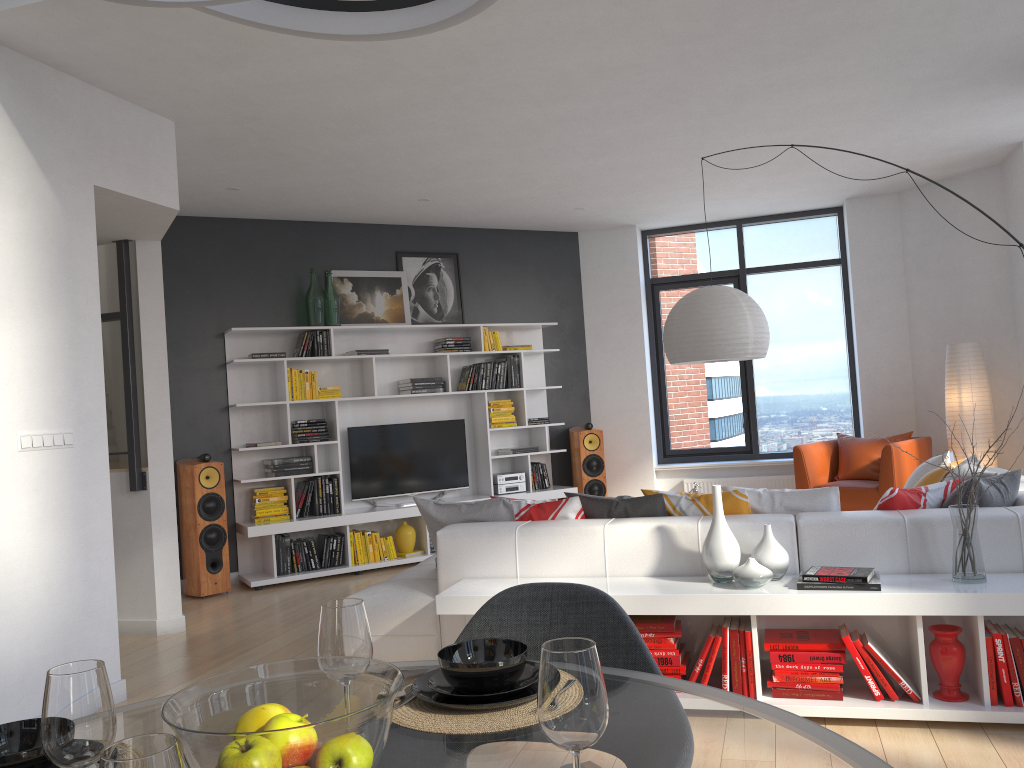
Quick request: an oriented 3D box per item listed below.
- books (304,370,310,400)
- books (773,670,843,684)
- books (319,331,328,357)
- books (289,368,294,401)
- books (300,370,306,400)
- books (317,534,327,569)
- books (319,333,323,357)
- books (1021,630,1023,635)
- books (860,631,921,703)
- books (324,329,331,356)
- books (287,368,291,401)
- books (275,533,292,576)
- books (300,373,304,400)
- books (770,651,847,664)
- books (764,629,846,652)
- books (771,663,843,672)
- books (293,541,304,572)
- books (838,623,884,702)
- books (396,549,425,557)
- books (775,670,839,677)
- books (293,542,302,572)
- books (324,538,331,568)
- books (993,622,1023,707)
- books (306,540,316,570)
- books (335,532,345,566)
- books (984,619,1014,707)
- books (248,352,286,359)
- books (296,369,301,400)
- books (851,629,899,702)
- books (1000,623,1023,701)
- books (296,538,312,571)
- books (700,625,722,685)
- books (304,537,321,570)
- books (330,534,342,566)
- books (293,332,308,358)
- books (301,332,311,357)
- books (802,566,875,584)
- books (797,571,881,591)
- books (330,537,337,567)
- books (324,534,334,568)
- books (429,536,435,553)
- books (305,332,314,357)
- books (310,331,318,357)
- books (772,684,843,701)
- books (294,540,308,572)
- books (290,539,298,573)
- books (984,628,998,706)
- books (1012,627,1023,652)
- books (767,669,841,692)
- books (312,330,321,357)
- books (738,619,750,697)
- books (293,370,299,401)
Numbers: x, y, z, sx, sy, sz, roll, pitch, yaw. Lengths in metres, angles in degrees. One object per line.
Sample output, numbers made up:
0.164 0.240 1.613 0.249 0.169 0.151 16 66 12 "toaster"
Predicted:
-1.725 0.013 7.370 0.035 0.250 0.185 -3 -2 -28 "books"
1.166 1.141 3.508 0.257 0.025 0.182 -4 -2 17 "books"
-1.594 -0.328 7.451 0.038 0.218 0.169 -3 -2 -28 "books"
-1.840 0.009 7.305 0.025 0.270 0.213 -3 -2 -28 "books"
-1.749 0.014 7.359 0.019 0.251 0.180 -3 -2 -28 "books"
-1.566 1.371 7.276 0.066 0.260 0.197 -3 -2 -28 "books"
-1.618 -0.318 7.436 0.021 0.200 0.147 -3 -2 -28 "books"
1.925 1.040 3.251 0.081 0.230 0.165 -4 -2 17 "books"
1.450 1.082 3.405 0.186 0.223 0.188 -4 -2 17 "books"
-1.566 -0.336 7.458 0.019 0.230 0.174 -3 -2 -28 "books"
-1.859 0.010 7.284 0.029 0.270 0.204 -3 -2 -28 "books"
-1.867 1.361 7.110 0.128 0.321 0.259 -3 -2 -28 "books"
-1.758 0.027 7.332 0.024 0.229 0.156 -3 -2 -29 "books"
1.169 1.059 3.520 0.279 0.039 0.206 -4 -2 16 "books"
1.167 1.025 3.547 0.301 0.032 0.227 -4 -2 17 "books"
1.169 1.092 3.503 0.261 0.027 0.191 -4 -2 21 "books"
-1.729 1.392 7.165 0.049 0.236 0.170 -3 -2 -28 "books"
1.352 1.075 3.441 0.134 0.248 0.192 -4 -2 16 "books"
-0.912 1.451 7.622 0.204 0.029 0.270 -2 -2 -43 "books"
1.160 1.118 3.501 0.236 0.023 0.178 -4 -2 17 "books"
-1.753 1.392 7.159 0.053 0.240 0.189 -3 -2 -28 "books"
-1.533 1.379 7.261 0.069 0.242 0.172 -3 -2 -28 "books"
1.828 1.033 3.277 0.056 0.262 0.185 -4 -2 17 "books"
-1.656 1.384 7.200 0.066 0.242 0.177 -3 -2 -29 "books"
-1.438 1.364 7.342 0.066 0.260 0.197 -3 -2 -28 "books"
1.798 1.030 3.288 0.050 0.268 0.198 -4 -2 16 "books"
-1.995 -0.222 7.216 0.268 0.046 0.208 -3 -2 -25 "books"
-1.785 0.012 7.342 0.015 0.263 0.199 -3 -2 -28 "books"
1.396 1.080 3.421 0.148 0.232 0.171 -4 -2 18 "books"
1.865 1.034 3.275 0.076 0.252 0.199 -4 -2 17 "books"
-1.686 1.381 7.193 0.066 0.255 0.193 -3 -2 -29 "books"
0.806 1.117 3.589 0.115 0.245 0.192 -4 -2 17 "books"
-1.627 1.379 7.220 0.083 0.249 0.191 -3 -2 -28 "books"
-1.467 1.371 7.325 0.084 0.249 0.191 -3 -2 -28 "books"
-1.760 -0.316 7.365 0.096 0.213 0.166 -3 -2 -30 "books"
-1.735 -0.317 7.386 0.087 0.214 0.171 -3 -2 -28 "books"
1.273 0.744 3.455 0.238 0.027 0.188 -5 -2 30 "books"
1.283 0.771 3.478 0.300 0.026 0.245 -4 -2 22 "books"
-1.495 1.375 7.296 0.071 0.243 0.179 -3 -2 -29 "books"
-1.524 1.372 7.295 0.075 0.254 0.192 -3 -2 -29 "books"
-0.617 1.382 7.803 0.343 0.137 0.277 -3 -2 -33 "books"
-1.704 -0.319 7.388 0.074 0.212 0.154 -3 -2 -29 "books"
-1.662 -0.324 7.412 0.021 0.221 0.156 -3 -2 -28 "books"
1.169 1.196 3.508 0.259 0.034 0.206 -4 -2 20 "books"
-1.706 1.386 7.169 0.050 0.242 0.169 -3 -2 -29 "books"
-1.784 1.378 7.148 0.053 0.268 0.202 -3 -2 -29 "books"
1.762 1.041 3.291 0.026 0.250 0.168 -4 -2 16 "books"
1.890 1.036 3.256 0.066 0.247 0.175 -4 -2 17 "books"
1.156 1.167 3.503 0.266 0.026 0.187 -5 -2 22 "books"
-1.643 -0.331 7.429 0.025 0.232 0.176 -3 -2 -28 "books"
0.933 1.099 3.559 0.028 0.266 0.188 -4 -2 17 "books"
-1.811 0.015 7.326 0.044 0.255 0.198 -3 -2 -28 "books"
